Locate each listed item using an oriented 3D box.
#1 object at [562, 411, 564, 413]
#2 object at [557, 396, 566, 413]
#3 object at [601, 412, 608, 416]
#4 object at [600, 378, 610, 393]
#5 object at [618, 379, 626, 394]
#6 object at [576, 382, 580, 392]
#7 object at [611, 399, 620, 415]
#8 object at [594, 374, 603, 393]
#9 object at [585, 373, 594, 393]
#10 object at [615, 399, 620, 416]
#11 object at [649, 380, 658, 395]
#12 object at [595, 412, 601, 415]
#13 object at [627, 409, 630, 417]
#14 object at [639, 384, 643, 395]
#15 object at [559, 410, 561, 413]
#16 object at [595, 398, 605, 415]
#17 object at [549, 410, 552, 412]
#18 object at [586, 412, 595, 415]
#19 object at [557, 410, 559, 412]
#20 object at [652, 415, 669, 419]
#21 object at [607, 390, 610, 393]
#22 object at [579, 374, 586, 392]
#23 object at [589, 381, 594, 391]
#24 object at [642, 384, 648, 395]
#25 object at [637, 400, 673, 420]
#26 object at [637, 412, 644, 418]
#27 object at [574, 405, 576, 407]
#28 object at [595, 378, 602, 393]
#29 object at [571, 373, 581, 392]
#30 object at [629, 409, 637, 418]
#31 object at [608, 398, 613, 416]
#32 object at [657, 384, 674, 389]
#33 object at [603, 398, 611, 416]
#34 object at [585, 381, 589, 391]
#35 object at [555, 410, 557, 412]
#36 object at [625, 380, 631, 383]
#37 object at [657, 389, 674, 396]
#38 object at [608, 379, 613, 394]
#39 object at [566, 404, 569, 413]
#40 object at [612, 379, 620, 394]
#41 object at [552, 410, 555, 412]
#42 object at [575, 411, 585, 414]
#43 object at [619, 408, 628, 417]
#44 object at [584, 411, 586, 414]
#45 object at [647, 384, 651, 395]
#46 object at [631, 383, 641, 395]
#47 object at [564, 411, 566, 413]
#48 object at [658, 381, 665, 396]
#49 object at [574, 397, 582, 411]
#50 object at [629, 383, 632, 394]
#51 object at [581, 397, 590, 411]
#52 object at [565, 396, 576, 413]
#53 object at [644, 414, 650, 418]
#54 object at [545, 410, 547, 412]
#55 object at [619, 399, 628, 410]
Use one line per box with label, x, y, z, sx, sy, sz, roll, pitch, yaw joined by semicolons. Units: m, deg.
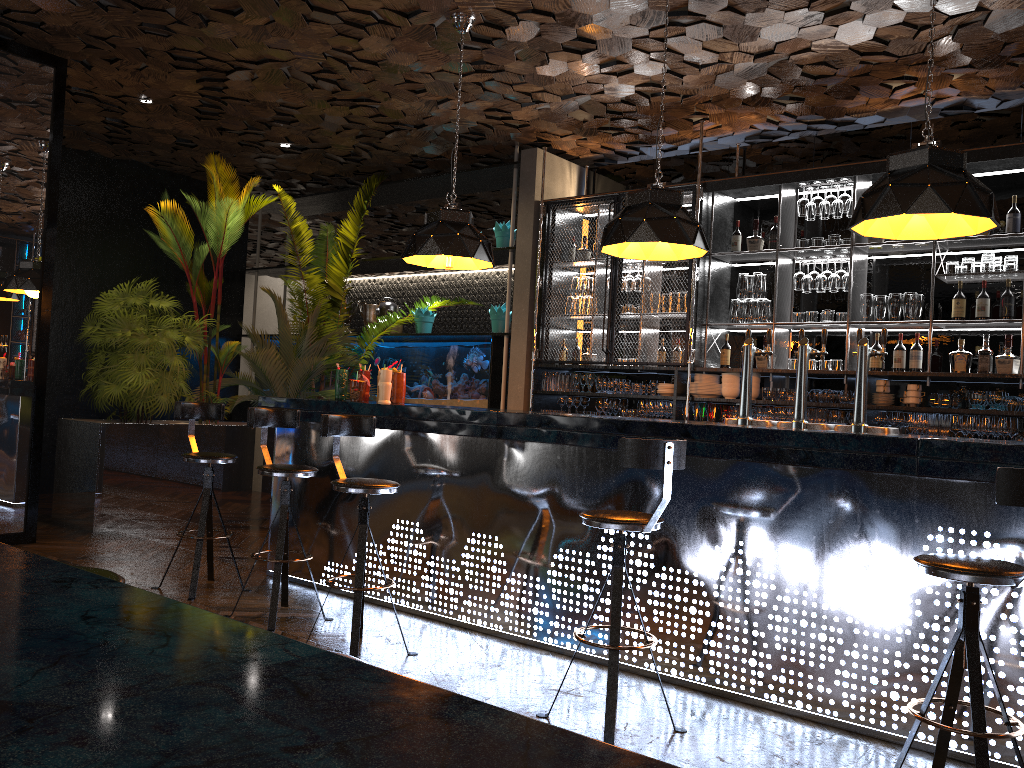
object;0.466;0.297;8.260;0.031;0.098;0.031;3;-1;-5
object;0.446;0.223;7.976;0.091;0.227;0.091;3;-1;1
object;0.814;0.306;7.941;0.093;0.101;0.093;4;-1;-37
object;0.807;0.016;7.708;0.081;0.132;0.081;3;-1;10
object;0.948;0.025;7.693;0.074;0.131;0.074;4;-2;-39
object;0.603;0.005;8.242;0.051;0.152;0.058;3;-1;-1
object;0.897;0.242;7.708;0.088;0.229;0.077;2;-1;38
object;0.775;0.001;7.999;0.087;0.170;0.087;3;-1;-1
object;0.678;-0.009;7.776;0.087;0.170;0.087;3;-1;-1
object;0.927;0.248;7.912;0.077;0.229;0.088;3;-1;13
object;1.198;0.034;7.495;0.074;0.131;0.074;4;-2;-39
object;0.747;0.300;7.865;0.093;0.101;0.093;4;-1;-31
object;1.018;0.290;7.699;0.074;0.146;0.065;4;-2;-40
object;1.080;0.046;7.584;0.078;0.099;0.078;3;-1;5
object;0.445;0.295;8.228;0.031;0.098;0.031;4;-1;-20
object;0.764;0.235;7.703;0.077;0.229;0.088;4;-1;-38
object;0.348;0.287;8.112;0.031;0.098;0.031;3;-1;12
object;0.686;0.295;7.778;0.093;0.101;0.093;3;-1;1
object;0.422;0.293;8.201;0.031;0.098;0.031;4;-1;-30
object;1.362;0.267;7.607;0.376;0.227;0.186;2;-1;37
object;0.865;0.023;7.915;0.081;0.132;0.081;3;-1;10
object;0.639;-0.007;7.971;0.087;0.170;0.087;3;-1;-1
object;0.712;-0.001;8.064;0.087;0.170;0.087;3;-1;-1
object;1.138;0.051;7.657;0.078;0.099;0.078;3;-1;5
object;1.240;0.258;7.454;0.376;0.227;0.186;2;-1;37
object;1.099;0.293;7.645;0.074;0.146;0.065;4;-1;-29
object;0.591;0.235;8.170;0.091;0.227;0.091;2;-2;42
object;0.774;0.016;7.800;0.081;0.132;0.081;3;-1;10
object;0.566;-0.013;7.878;0.087;0.170;0.087;3;-1;-1
object;1.034;0.288;7.561;0.074;0.146;0.065;2;-1;32
object;0.869;0.243;7.840;0.088;0.229;0.077;4;-1;-36
object;1.314;0.031;7.378;0.209;0.060;0.211;3;-1;-7
object;0.821;0.239;7.774;0.088;0.229;0.077;3;-1;-2
object;0.686;-0.006;7.885;0.087;0.170;0.087;3;-1;-1
object;0.396;0.291;8.170;0.031;0.098;0.031;3;-1;-7
object;1.001;0.029;7.761;0.074;0.131;0.074;4;-2;-39
object;1.311;0.072;7.377;0.211;0.060;0.209;3;-1;-2
object;0.879;0.022;7.804;0.081;0.132;0.081;3;-1;10
object;0.515;0.229;8.060;0.091;0.227;0.091;3;-1;-12
object;0.892;0.020;7.627;0.074;0.131;0.074;4;-2;-39
object;0.377;0.289;8.142;0.031;0.098;0.031;3;-1;-1
object;0.601;0.292;7.845;0.093;0.101;0.093;3;-1;6
object;0.956;0.285;7.616;0.074;0.146;0.065;3;-1;15
object;0.666;0.297;7.927;0.093;0.101;0.093;3;-1;-1
object;1.193;0.055;7.721;0.078;0.099;0.078;3;-1;5
object;1.050;0.042;7.493;0.078;0.099;0.078;3;-1;5
object;0.487;0.299;8.289;0.031;0.098;0.031;2;-2;43
object;1.284;0.042;7.652;0.074;0.131;0.074;4;-2;-39
object;0.584;0.231;7.997;0.091;0.227;0.091;3;-1;1
object;1.010;0.041;7.641;0.078;0.103;0.078;3;-1;-9
object;0.659;0.237;8.086;0.091;0.227;0.091;3;-1;1
object;0.518;0.226;7.917;0.091;0.227;0.091;4;-1;-29
object;1.166;0.299;7.723;0.065;0.146;0.074;4;-1;-29
object;0.312;0.285;8.127;0.033;0.101;0.033;3;-1;19
object;0.976;0.248;7.802;0.088;0.229;0.077;2;-2;40
